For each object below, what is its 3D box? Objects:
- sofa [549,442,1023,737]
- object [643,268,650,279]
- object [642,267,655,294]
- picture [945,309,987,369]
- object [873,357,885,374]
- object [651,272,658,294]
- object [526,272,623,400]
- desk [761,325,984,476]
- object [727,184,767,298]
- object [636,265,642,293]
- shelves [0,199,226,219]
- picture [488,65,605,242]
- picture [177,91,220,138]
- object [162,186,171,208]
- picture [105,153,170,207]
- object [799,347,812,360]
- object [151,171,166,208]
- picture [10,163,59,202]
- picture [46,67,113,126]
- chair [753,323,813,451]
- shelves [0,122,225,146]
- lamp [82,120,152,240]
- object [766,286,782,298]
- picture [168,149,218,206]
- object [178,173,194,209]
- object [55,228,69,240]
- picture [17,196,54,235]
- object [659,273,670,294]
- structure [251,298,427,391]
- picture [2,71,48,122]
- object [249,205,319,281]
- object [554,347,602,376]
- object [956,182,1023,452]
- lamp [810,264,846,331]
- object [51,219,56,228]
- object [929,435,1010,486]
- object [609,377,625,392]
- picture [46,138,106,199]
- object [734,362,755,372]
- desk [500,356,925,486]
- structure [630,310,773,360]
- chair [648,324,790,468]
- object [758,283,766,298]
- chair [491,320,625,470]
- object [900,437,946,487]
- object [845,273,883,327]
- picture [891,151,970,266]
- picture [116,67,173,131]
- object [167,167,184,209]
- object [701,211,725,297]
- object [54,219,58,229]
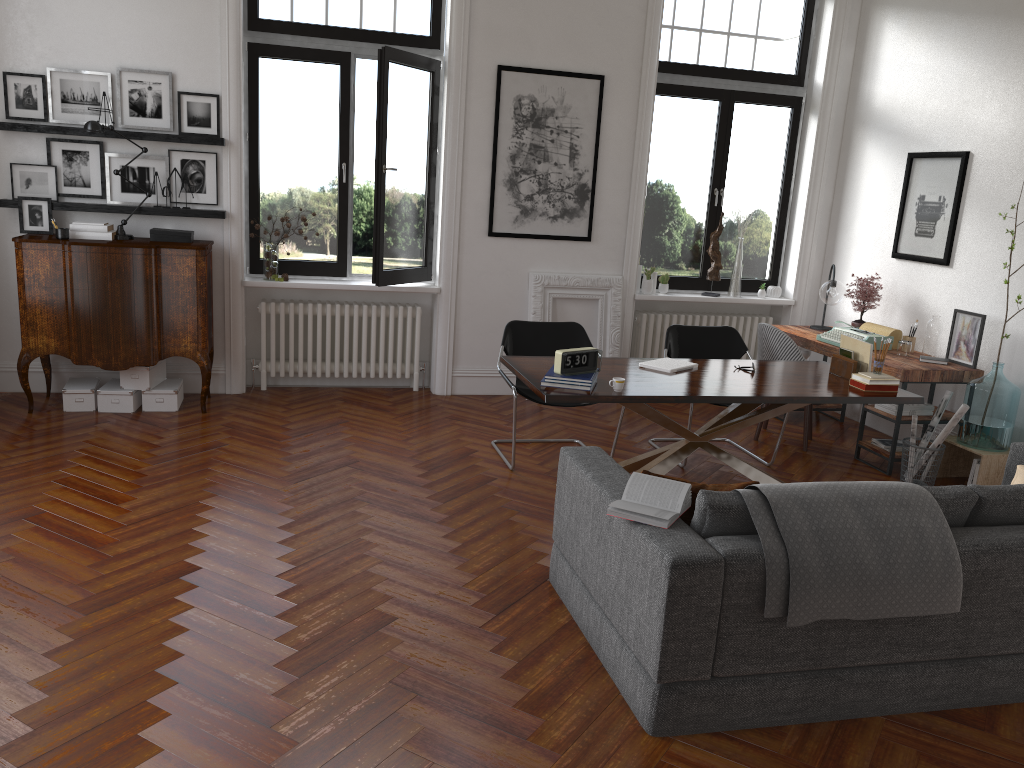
[{"bbox_3d":[1.615,0.694,3.793,2.645,0.833,1.256,0,13,-14],"label":"sofa"},{"bbox_3d":[1.180,-0.911,7.825,0.051,0.214,0.051,9,15,20],"label":"object"},{"bbox_3d":[1.188,-0.906,7.738,0.102,0.245,0.098,-6,17,-36],"label":"object"},{"bbox_3d":[3.128,-0.314,6.120,0.023,0.371,0.281,0,14,-14],"label":"picture"},{"bbox_3d":[2.134,-0.105,5.162,0.058,0.091,0.058,-3,15,-27],"label":"object"},{"bbox_3d":[1.249,-0.893,7.823,0.051,0.189,0.051,9,15,20],"label":"object"},{"bbox_3d":[0.536,-0.392,7.545,0.830,1.067,0.232,0,14,-14],"label":"object"},{"bbox_3d":[2.646,0.071,6.852,0.647,0.761,1.789,0,13,-14],"label":"desk"},{"bbox_3d":[2.093,-1.294,7.889,0.296,1.059,0.288,1,14,-11],"label":"object"},{"bbox_3d":[1.112,-0.928,7.825,0.051,0.239,0.051,9,15,20],"label":"object"},{"bbox_3d":[-2.882,-1.276,6.466,1.515,0.055,0.155,0,13,-14],"label":"shelves"},{"bbox_3d":[0.275,-1.846,7.195,0.883,1.330,0.035,0,14,-14],"label":"picture"},{"bbox_3d":[-2.295,-1.975,6.501,0.289,0.305,0.020,0,14,-14],"label":"picture"},{"bbox_3d":[-2.536,-1.370,6.509,0.066,0.161,0.040,0,14,-14],"label":"object"},{"bbox_3d":[-2.747,-1.495,6.514,0.434,0.367,0.020,0,14,-14],"label":"picture"},{"bbox_3d":[2.410,-0.240,7.415,0.173,0.110,0.173,9,14,21],"label":"object"},{"bbox_3d":[-2.606,-1.425,6.506,0.124,0.261,0.040,0,14,-14],"label":"object"},{"bbox_3d":[-3.412,-1.440,6.335,0.300,0.255,0.020,0,14,-14],"label":"picture"},{"bbox_3d":[-3.063,-2.033,6.293,0.415,0.369,0.020,0,14,-14],"label":"picture"},{"bbox_3d":[2.082,-0.002,6.672,0.547,0.904,0.713,-2,14,-21],"label":"chair"},{"bbox_3d":[-2.849,-1.786,6.339,1.515,0.055,0.157,0,13,-14],"label":"shelves"},{"bbox_3d":[-2.775,-1.427,6.265,0.174,0.806,0.490,15,18,39],"label":"lamp"},{"bbox_3d":[2.422,-0.853,8.195,0.134,0.098,0.132,-9,18,-43],"label":"object"},{"bbox_3d":[-2.371,-1.535,6.600,0.343,0.386,0.020,0,14,-14],"label":"picture"},{"bbox_3d":[-2.422,-1.433,6.589,0.110,0.263,0.040,0,14,-14],"label":"object"},{"bbox_3d":[-3.049,-1.016,6.013,0.091,0.078,0.091,-8,17,-40],"label":"object"},{"bbox_3d":[-3.369,-1.191,6.272,0.213,0.259,0.020,0,14,-14],"label":"picture"},{"bbox_3d":[1.358,-0.901,7.899,0.097,0.186,0.098,6,14,8],"label":"object"},{"bbox_3d":[-1.431,-0.295,7.426,1.453,0.782,0.224,0,14,-14],"label":"structure"},{"bbox_3d":[-3.408,-2.010,6.212,0.267,0.317,0.020,0,14,-14],"label":"picture"},{"bbox_3d":[-1.778,-1.126,7.043,0.541,0.602,0.316,-9,18,-42],"label":"object"},{"bbox_3d":[0.355,-0.121,4.728,0.275,0.126,0.081,-7,17,-40],"label":"object"},{"bbox_3d":[3.272,-0.558,5.461,0.353,2.068,0.804,-5,16,-33],"label":"object"},{"bbox_3d":[2.611,-0.708,7.302,0.207,0.552,0.439,6,14,8],"label":"lamp"},{"bbox_3d":[-3.079,-1.054,5.986,0.050,0.120,0.010,1,14,-12],"label":"object"},{"bbox_3d":[3.084,0.555,5.888,0.341,0.318,0.433,0,14,-14],"label":"object"},{"bbox_3d":[0.548,0.003,4.640,0.082,0.065,0.064,5,13,6],"label":"object"},{"bbox_3d":[-3.145,-1.553,6.399,0.373,0.408,0.020,0,14,-14],"label":"picture"},{"bbox_3d":[1.450,-0.109,5.443,0.132,0.047,0.114,14,16,37],"label":"object"},{"bbox_3d":[1.101,0.317,5.277,2.226,0.755,1.025,0,14,-14],"label":"desk"},{"bbox_3d":[1.741,-0.268,8.231,1.453,0.782,0.224,0,14,-14],"label":"structure"},{"bbox_3d":[1.418,0.083,6.138,0.752,0.877,0.742,0,14,-14],"label":"chair"},{"bbox_3d":[2.277,-0.853,8.069,0.072,0.135,0.071,6,14,10],"label":"object"},{"bbox_3d":[0.278,0.073,5.848,0.752,0.877,0.742,0,14,-14],"label":"chair"},{"bbox_3d":[2.712,0.537,5.892,0.260,0.306,0.260,15,17,39],"label":"object"},{"bbox_3d":[2.804,-0.640,7.099,0.289,0.531,0.307,12,16,29],"label":"object"},{"bbox_3d":[3.159,-1.336,6.716,0.050,0.820,0.631,0,14,-14],"label":"picture"},{"bbox_3d":[-2.645,-2.049,6.394,0.369,0.411,0.020,0,14,-14],"label":"picture"},{"bbox_3d":[-2.481,-1.445,6.541,0.118,0.300,0.040,0,14,-14],"label":"object"},{"bbox_3d":[1.808,-1.155,7.880,0.165,0.757,0.142,11,16,27],"label":"object"},{"bbox_3d":[-3.079,-1.053,6.012,0.046,0.140,0.010,-1,14,-17],"label":"object"}]
